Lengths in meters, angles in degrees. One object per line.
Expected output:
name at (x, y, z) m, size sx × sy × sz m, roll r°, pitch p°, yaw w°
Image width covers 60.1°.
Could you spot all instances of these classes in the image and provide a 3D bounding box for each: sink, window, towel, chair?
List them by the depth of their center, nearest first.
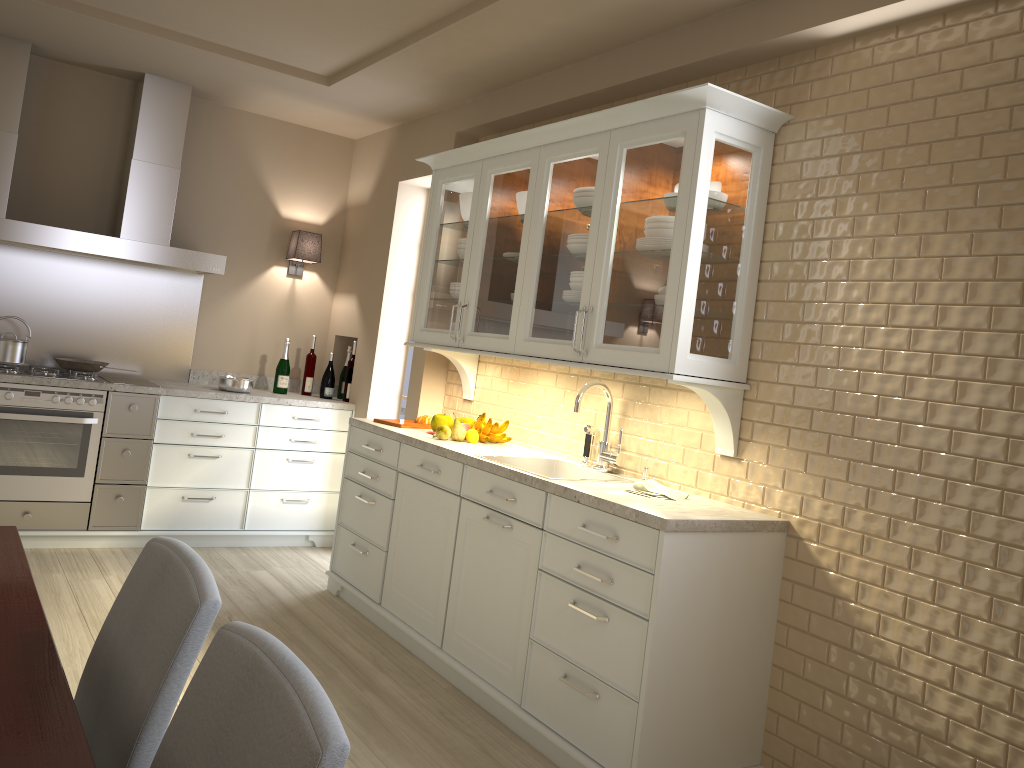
chair at (-0.502, 0.695, 0.846) m, size 0.503 × 0.830 × 0.400 m, roll 8°, pitch -2°, yaw -33°
chair at (-0.751, 0.652, 1.228) m, size 0.503 × 0.830 × 0.400 m, roll 8°, pitch -2°, yaw -33°
towel at (0.471, 0.342, 2.849) m, size 0.165 × 0.051 × 0.170 m, roll 9°, pitch 2°, yaw 43°
sink at (0.123, 0.510, 3.196) m, size 0.378 × 0.416 × 0.486 m, roll 8°, pitch 0°, yaw -33°
window at (-0.475, -0.188, 4.868) m, size 0.010 × 1.202 × 0.410 m, roll 9°, pitch -3°, yaw -33°

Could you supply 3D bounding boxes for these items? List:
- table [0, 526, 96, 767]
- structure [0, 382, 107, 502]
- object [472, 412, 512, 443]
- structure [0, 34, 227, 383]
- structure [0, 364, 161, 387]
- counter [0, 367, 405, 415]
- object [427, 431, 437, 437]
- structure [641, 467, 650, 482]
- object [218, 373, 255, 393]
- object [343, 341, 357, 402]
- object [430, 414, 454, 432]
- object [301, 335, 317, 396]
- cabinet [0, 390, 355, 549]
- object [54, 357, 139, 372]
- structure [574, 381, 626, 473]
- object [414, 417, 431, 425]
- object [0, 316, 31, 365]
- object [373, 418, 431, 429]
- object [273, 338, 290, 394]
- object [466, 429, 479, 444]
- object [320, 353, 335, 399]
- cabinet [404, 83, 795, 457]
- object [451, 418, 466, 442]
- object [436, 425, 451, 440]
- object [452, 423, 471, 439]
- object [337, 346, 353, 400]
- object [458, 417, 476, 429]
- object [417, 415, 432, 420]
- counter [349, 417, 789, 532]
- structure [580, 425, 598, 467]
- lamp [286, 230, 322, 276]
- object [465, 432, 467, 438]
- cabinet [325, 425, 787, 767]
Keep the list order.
table at (-0.987, 0.705, 1.028) m, size 0.747 × 0.682 × 1.765 m, roll 8°, pitch 1°, yaw -33°
structure at (-2.403, 0.304, 4.425) m, size 0.538 × 0.698 × 0.581 m, roll 8°, pitch -1°, yaw -33°
object at (-0.113, 0.187, 3.856) m, size 0.197 × 0.137 × 0.180 m, roll 8°, pitch 0°, yaw 38°
structure at (-2.291, -0.869, 4.539) m, size 1.551 × 1.684 × 0.448 m, roll 8°, pitch -2°, yaw -33°
structure at (-2.334, -0.064, 4.414) m, size 1.043 × 0.031 × 0.400 m, roll 6°, pitch 2°, yaw -33°
counter at (-2.365, -0.076, 4.463) m, size 3.826 × 0.114 × 0.581 m, roll 6°, pitch 2°, yaw -33°
object at (-0.336, 0.221, 3.844) m, size 0.040 × 0.013 × 0.155 m, roll 7°, pitch 2°, yaw -18°
structure at (0.479, 0.325, 3.160) m, size 0.029 × 0.056 × 0.029 m, roll 7°, pitch -2°, yaw 22°
object at (-1.515, -0.007, 4.983) m, size 0.198 × 0.090 × 0.369 m, roll 8°, pitch 1°, yaw 8°
object at (-0.947, -0.075, 5.227) m, size 0.062 × 0.367 × 0.062 m, roll 7°, pitch -3°, yaw 0°
object at (-0.313, 0.182, 3.965) m, size 0.103 × 0.091 × 0.106 m, roll 7°, pitch 0°, yaw -27°
object at (-1.215, -0.113, 5.327) m, size 0.062 × 0.367 × 0.062 m, roll 7°, pitch -3°, yaw 0°
cabinet at (-2.434, 0.362, 4.448) m, size 3.191 × 0.796 × 0.644 m, roll 6°, pitch 0°, yaw -33°
object at (-2.167, -0.085, 4.561) m, size 0.425 × 0.051 × 0.263 m, roll 8°, pitch 2°, yaw 24°
structure at (0.315, 0.159, 3.292) m, size 0.210 × 0.338 × 0.142 m, roll 8°, pitch -2°, yaw -23°
object at (-0.415, 0.175, 4.196) m, size 0.098 × 0.037 × 0.044 m, roll 7°, pitch 0°, yaw -3°
object at (-2.511, -0.223, 4.415) m, size 0.209 × 0.237 × 0.208 m, roll 7°, pitch -1°, yaw 0°
object at (-0.462, 0.193, 4.209) m, size 0.201 × 0.020 × 0.348 m, roll 9°, pitch 2°, yaw 42°
object at (-1.341, -0.108, 5.194) m, size 0.083 × 0.332 × 0.083 m, roll 8°, pitch -2°, yaw -5°
object at (-0.169, 0.224, 3.760) m, size 0.056 × 0.066 × 0.053 m, roll 8°, pitch -1°, yaw -27°
object at (-1.088, -0.050, 5.260) m, size 0.083 × 0.278 × 0.083 m, roll 8°, pitch -2°, yaw -12°
cabinet at (0.158, -0.417, 3.527) m, size 0.409 × 1.116 × 1.935 m, roll 9°, pitch 0°, yaw -33°
object at (-0.226, 0.195, 3.759) m, size 0.064 × 0.098 × 0.064 m, roll 8°, pitch -2°, yaw -37°
object at (-0.293, 0.204, 3.745) m, size 0.066 × 0.064 × 0.094 m, roll 7°, pitch 0°, yaw -14°
object at (-0.223, 0.205, 3.885) m, size 0.085 × 0.070 × 0.081 m, roll 7°, pitch 0°, yaw 27°
object at (-1.006, -0.070, 5.399) m, size 0.083 × 0.332 × 0.083 m, roll 8°, pitch -2°, yaw -5°
object at (-0.211, 0.195, 3.981) m, size 0.106 × 0.090 × 0.103 m, roll 7°, pitch 0°, yaw 21°
object at (-0.418, 0.171, 4.312) m, size 0.098 × 0.037 × 0.044 m, roll 7°, pitch 0°, yaw -23°
counter at (0.034, 0.303, 3.453) m, size 0.520 × 0.035 × 2.206 m, roll 6°, pitch 2°, yaw -33°
structure at (0.298, 0.240, 3.434) m, size 0.056 × 0.163 × 0.043 m, roll 9°, pitch -3°, yaw -33°
lamp at (-1.266, -0.790, 5.362) m, size 0.169 × 0.259 × 0.192 m, roll 8°, pitch -1°, yaw -33°
object at (-0.228, 0.215, 3.818) m, size 0.066 × 0.055 × 0.055 m, roll 7°, pitch 0°, yaw 20°
cabinet at (0.022, 0.709, 3.449) m, size 0.634 × 0.795 × 2.227 m, roll 8°, pitch 1°, yaw -33°
